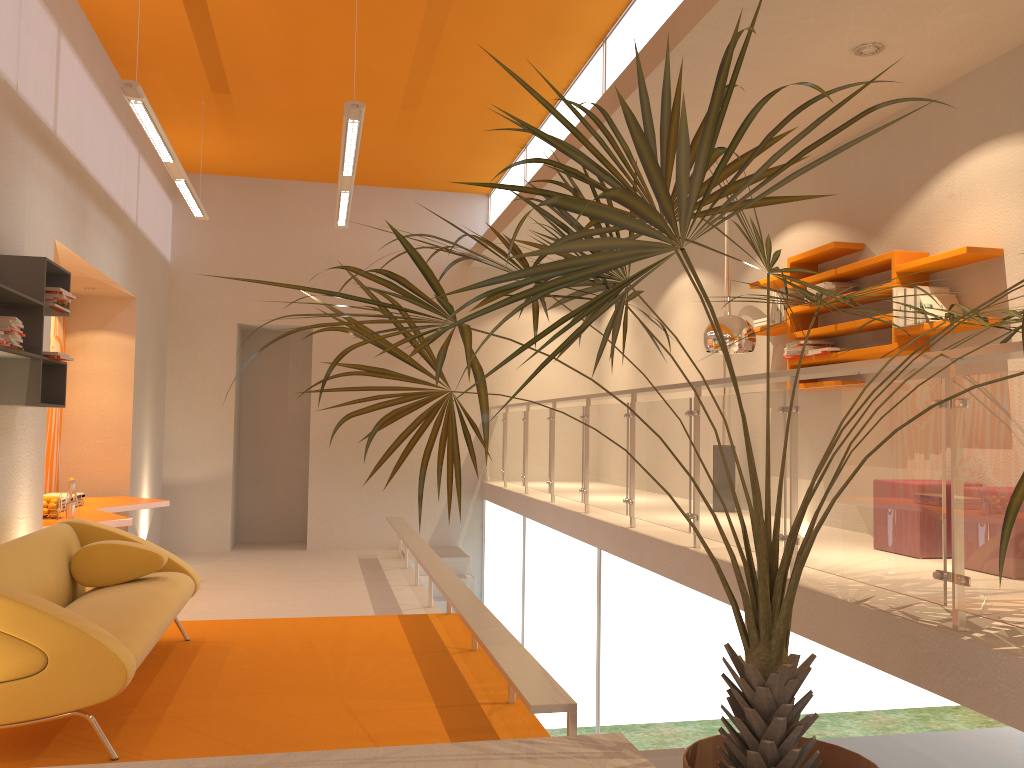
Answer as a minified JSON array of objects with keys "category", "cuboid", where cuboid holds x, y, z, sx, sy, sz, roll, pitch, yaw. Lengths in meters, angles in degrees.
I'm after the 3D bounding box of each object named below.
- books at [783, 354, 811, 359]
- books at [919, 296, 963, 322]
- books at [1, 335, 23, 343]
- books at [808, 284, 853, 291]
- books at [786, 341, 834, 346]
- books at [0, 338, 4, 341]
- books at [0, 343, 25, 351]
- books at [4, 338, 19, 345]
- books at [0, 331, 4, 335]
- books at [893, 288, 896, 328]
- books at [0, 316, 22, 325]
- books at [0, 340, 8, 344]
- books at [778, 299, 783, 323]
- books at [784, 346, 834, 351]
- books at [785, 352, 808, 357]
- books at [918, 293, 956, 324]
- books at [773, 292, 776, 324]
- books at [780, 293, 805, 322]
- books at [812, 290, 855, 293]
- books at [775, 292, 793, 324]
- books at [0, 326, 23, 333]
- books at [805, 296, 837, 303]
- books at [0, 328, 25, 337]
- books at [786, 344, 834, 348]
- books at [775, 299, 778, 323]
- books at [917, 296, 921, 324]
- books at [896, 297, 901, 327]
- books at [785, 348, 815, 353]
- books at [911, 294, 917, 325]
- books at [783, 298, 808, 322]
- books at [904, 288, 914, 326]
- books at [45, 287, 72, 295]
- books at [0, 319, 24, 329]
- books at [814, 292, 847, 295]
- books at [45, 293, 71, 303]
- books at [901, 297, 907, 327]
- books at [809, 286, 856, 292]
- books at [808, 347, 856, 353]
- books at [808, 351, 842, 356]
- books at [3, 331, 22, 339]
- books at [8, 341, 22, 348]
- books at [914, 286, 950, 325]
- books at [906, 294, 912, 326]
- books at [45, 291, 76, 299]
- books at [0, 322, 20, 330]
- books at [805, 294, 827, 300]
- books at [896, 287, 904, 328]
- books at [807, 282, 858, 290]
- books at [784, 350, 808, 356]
[{"category":"books","cuboid":[2.018,-0.184,6.054,0.210,0.013,0.297,2,-3,-12]},{"category":"books","cuboid":[2.333,-0.402,4.794,0.230,0.150,0.091,2,-3,-12]},{"category":"books","cuboid":[-2.472,-0.219,4.233,0.190,0.015,0.254,2,-3,-16]},{"category":"books","cuboid":[2.095,-0.625,5.843,0.190,0.015,0.254,1,-3,-6]},{"category":"books","cuboid":[2.032,-0.272,6.050,0.226,0.017,0.230,2,-3,-12]},{"category":"books","cuboid":[-2.400,-0.208,3.882,0.190,0.011,0.268,1,-3,4]},{"category":"books","cuboid":[-2.478,-0.179,4.235,0.210,0.013,0.297,2,-3,-17]},{"category":"books","cuboid":[-2.473,-0.204,4.224,0.190,0.015,0.254,2,-3,-21]},{"category":"books","cuboid":[-2.395,-0.236,3.881,0.190,0.015,0.254,1,-3,4]},{"category":"books","cuboid":[2.271,-0.428,5.040,0.230,0.227,0.017,2,-3,-12]},{"category":"books","cuboid":[-2.484,-0.306,4.237,0.230,0.017,0.226,2,-3,-22]},{"category":"books","cuboid":[-2.399,-0.196,3.885,0.210,0.013,0.297,1,-3,3]},{"category":"books","cuboid":[2.005,-0.517,6.308,0.230,0.169,0.027,2,-3,-12]},{"category":"books","cuboid":[2.028,-0.240,6.062,0.230,0.017,0.227,2,-3,-17]},{"category":"books","cuboid":[2.018,-0.196,6.059,0.190,0.011,0.268,1,-3,-11]},{"category":"books","cuboid":[2.324,-0.409,4.837,0.230,0.169,0.023,2,-3,-12]},{"category":"books","cuboid":[1.984,-0.542,6.375,0.230,0.227,0.017,2,-3,-12]},{"category":"books","cuboid":[1.998,-0.538,6.283,0.207,0.210,0.021,2,-3,-12]},{"category":"books","cuboid":[2.093,-0.594,5.823,0.254,0.015,0.190,1,-3,-11]},{"category":"books","cuboid":[1.995,-0.543,6.359,0.230,0.227,0.017,2,-3,-12]},{"category":"books","cuboid":[-2.476,-0.262,4.236,0.190,0.011,0.268,2,-3,-16]},{"category":"books","cuboid":[2.101,-0.553,5.820,0.210,0.013,0.297,2,-3,-12]},{"category":"books","cuboid":[-2.477,-0.250,4.239,0.210,0.013,0.297,2,-3,-17]},{"category":"books","cuboid":[2.033,-0.256,6.062,0.254,0.015,0.190,1,-3,-6]},{"category":"books","cuboid":[1.991,-0.516,6.334,0.230,0.169,0.027,2,-3,-12]},{"category":"books","cuboid":[2.308,-0.403,4.848,0.207,0.156,0.009,2,-3,-12]},{"category":"books","cuboid":[2.278,-0.402,4.999,0.230,0.169,0.027,2,-3,-12]},{"category":"books","cuboid":[2.014,-0.224,6.062,0.190,0.015,0.254,1,-3,-11]},{"category":"books","cuboid":[2.310,-0.407,4.890,0.230,0.169,0.027,2,-3,-12]},{"category":"books","cuboid":[2.019,-0.519,6.255,0.230,0.169,0.023,2,-3,-12]},{"category":"books","cuboid":[2.285,-0.424,4.948,0.207,0.210,0.021,2,-3,-12]},{"category":"books","cuboid":[-2.590,-0.513,4.908,0.226,0.017,0.230,2,-3,-12]},{"category":"books","cuboid":[-2.471,-0.290,4.236,0.190,0.015,0.254,2,-3,-16]},{"category":"books","cuboid":[2.085,-0.579,5.823,0.254,0.015,0.190,2,-3,-16]},{"category":"books","cuboid":[-2.594,-0.480,4.920,0.230,0.017,0.226,2,-3,-17]},{"category":"books","cuboid":[2.292,-0.403,4.973,0.230,0.169,0.027,2,-3,-12]},{"category":"books","cuboid":[2.094,-0.609,5.837,0.227,0.017,0.230,2,-3,-17]},{"category":"books","cuboid":[2.092,-0.215,5.765,0.226,0.017,0.230,2,-3,-12]},{"category":"books","cuboid":[2.094,-0.198,5.778,0.254,0.015,0.190,1,-3,-6]},{"category":"books","cuboid":[-2.485,-0.235,4.233,0.230,0.017,0.226,2,-3,-22]},{"category":"books","cuboid":[-2.477,-0.191,4.232,0.190,0.011,0.268,2,-3,-16]},{"category":"books","cuboid":[2.303,-0.428,4.865,0.207,0.210,0.021,2,-3,-12]},{"category":"books","cuboid":[2.296,-0.406,4.915,0.230,0.169,0.027,2,-3,-12]},{"category":"books","cuboid":[-2.588,-0.496,4.920,0.254,0.015,0.190,1,-3,-6]},{"category":"books","cuboid":[-2.472,-0.276,4.227,0.190,0.015,0.254,2,-3,-21]},{"category":"books","cuboid":[2.094,-0.565,5.826,0.268,0.011,0.190,1,-3,-11]},{"category":"books","cuboid":[2.282,-0.429,5.024,0.230,0.227,0.017,2,-3,-12]},{"category":"books","cuboid":[2.108,-0.641,5.842,0.230,0.017,0.227,2,-3,-12]},{"category":"books","cuboid":[2.015,-0.208,6.069,0.190,0.015,0.254,2,-3,-16]}]
